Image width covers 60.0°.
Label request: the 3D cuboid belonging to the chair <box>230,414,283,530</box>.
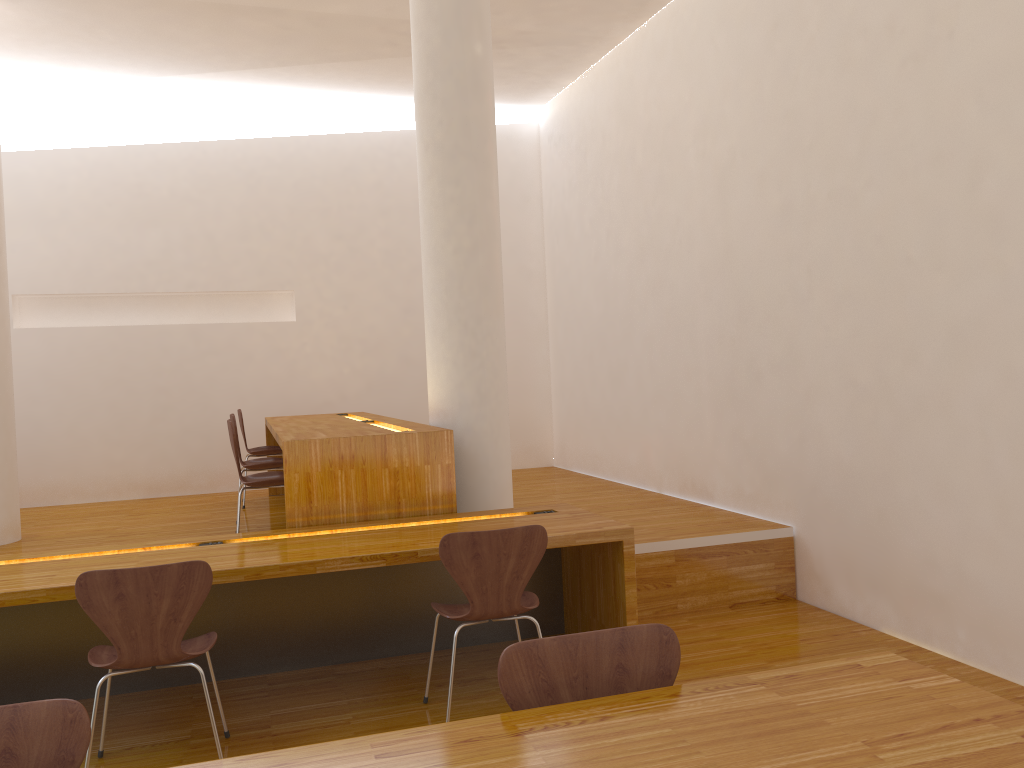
[{"bbox_3d":[-1.497,0.519,5.381,0.381,0.693,0.428,-3,1,-17],"label":"chair"}]

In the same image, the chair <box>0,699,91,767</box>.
[{"bbox_3d":[-0.860,0.900,1.336,0.428,0.693,0.381,-3,1,-17],"label":"chair"}]

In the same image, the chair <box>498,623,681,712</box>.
[{"bbox_3d":[0.221,0.847,1.625,0.428,0.693,0.381,-3,1,-17],"label":"chair"}]

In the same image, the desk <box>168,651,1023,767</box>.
[{"bbox_3d":[-0.544,1.095,0.792,3.236,0.918,1.285,-3,1,-17],"label":"desk"}]

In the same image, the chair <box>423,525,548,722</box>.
[{"bbox_3d":[-0.095,0.845,3.228,0.428,0.693,0.381,-3,1,-17],"label":"chair"}]

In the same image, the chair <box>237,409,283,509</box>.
[{"bbox_3d":[-1.786,0.521,6.463,0.381,0.693,0.428,-3,1,-17],"label":"chair"}]

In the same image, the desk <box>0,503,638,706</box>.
[{"bbox_3d":[-1.140,0.940,3.380,3.185,0.606,0.760,-3,1,-17],"label":"desk"}]

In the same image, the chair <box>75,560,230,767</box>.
[{"bbox_3d":[-1.153,0.898,2.866,0.428,0.693,0.381,-3,1,-17],"label":"chair"}]

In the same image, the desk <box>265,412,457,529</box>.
[{"bbox_3d":[-1.081,0.537,5.482,0.760,0.606,3.185,-3,1,-17],"label":"desk"}]

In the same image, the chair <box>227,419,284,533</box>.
[{"bbox_3d":[-1.214,0.515,4.452,0.381,0.693,0.428,-3,1,-17],"label":"chair"}]
